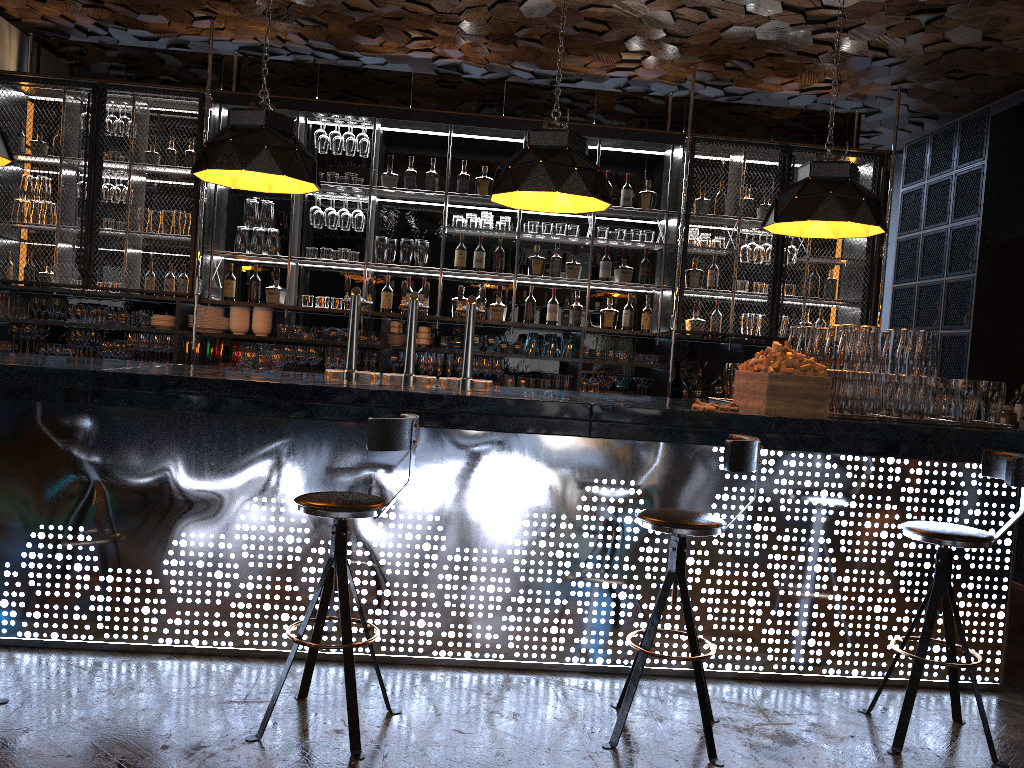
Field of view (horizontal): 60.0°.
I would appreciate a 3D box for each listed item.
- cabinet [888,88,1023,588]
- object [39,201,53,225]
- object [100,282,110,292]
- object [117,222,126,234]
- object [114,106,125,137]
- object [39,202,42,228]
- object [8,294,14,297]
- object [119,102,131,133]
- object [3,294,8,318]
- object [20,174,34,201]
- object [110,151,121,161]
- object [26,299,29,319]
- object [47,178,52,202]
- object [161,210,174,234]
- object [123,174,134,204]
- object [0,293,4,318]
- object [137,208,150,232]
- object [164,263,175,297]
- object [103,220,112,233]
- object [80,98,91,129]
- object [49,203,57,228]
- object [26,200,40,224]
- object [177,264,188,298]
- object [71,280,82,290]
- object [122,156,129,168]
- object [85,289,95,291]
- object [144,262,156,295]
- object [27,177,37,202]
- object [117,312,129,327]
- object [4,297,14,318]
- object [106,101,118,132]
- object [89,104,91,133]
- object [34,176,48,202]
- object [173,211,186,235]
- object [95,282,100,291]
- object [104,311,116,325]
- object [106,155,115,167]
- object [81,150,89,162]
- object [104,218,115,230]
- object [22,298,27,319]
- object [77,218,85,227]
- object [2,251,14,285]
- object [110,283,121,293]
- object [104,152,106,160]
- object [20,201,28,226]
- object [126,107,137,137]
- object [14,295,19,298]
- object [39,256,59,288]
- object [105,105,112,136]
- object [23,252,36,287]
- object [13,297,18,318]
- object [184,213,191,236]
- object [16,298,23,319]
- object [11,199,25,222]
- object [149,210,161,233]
[{"bbox_3d":[3.871,-0.344,5.966,0.691,3.514,4.416,4,2,-4],"label":"cabinet"},{"bbox_3d":[-3.460,-1.266,6.592,0.092,0.182,0.092,4,2,-9],"label":"object"},{"bbox_3d":[-3.064,-0.723,6.681,0.077,0.080,0.077,2,3,-38],"label":"object"},{"bbox_3d":[-2.952,-1.183,6.720,0.077,0.080,0.077,4,2,-8],"label":"object"},{"bbox_3d":[-2.957,-1.978,6.681,0.081,0.213,0.081,4,2,2],"label":"object"},{"bbox_3d":[-3.574,-1.277,6.690,0.092,0.182,0.092,4,2,-9],"label":"object"},{"bbox_3d":[-3.741,-0.578,6.587,0.067,0.174,0.067,2,3,-44],"label":"object"},{"bbox_3d":[-2.856,-1.965,6.544,0.081,0.213,0.081,4,2,2],"label":"object"},{"bbox_3d":[-3.733,-0.574,6.497,0.067,0.174,0.067,5,2,21],"label":"object"},{"bbox_3d":[-3.602,-1.458,6.584,0.092,0.182,0.092,4,2,-9],"label":"object"},{"bbox_3d":[-2.938,-1.674,6.565,0.077,0.080,0.077,5,2,31],"label":"object"},{"bbox_3d":[-3.658,-0.563,6.646,0.051,0.152,0.058,5,2,20],"label":"object"},{"bbox_3d":[-3.510,-1.455,6.678,0.092,0.182,0.092,4,2,-9],"label":"object"},{"bbox_3d":[-2.583,-1.205,6.644,0.092,0.182,0.092,4,2,-9],"label":"object"},{"bbox_3d":[-2.902,-1.473,6.706,0.081,0.213,0.081,4,2,2],"label":"object"},{"bbox_3d":[-3.720,-0.571,6.421,0.067,0.174,0.067,6,3,35],"label":"object"},{"bbox_3d":[-2.747,-1.215,6.608,0.092,0.182,0.092,4,2,-9],"label":"object"},{"bbox_3d":[-2.591,-0.782,6.720,0.075,0.260,0.075,6,3,45],"label":"object"},{"bbox_3d":[-3.055,-1.190,6.705,0.077,0.080,0.077,2,3,-40],"label":"object"},{"bbox_3d":[-3.128,-1.984,6.524,0.081,0.213,0.081,4,2,2],"label":"object"},{"bbox_3d":[-3.479,-1.270,6.688,0.092,0.182,0.092,4,2,-9],"label":"object"},{"bbox_3d":[-3.561,-1.273,6.596,0.092,0.182,0.092,4,2,-9],"label":"object"},{"bbox_3d":[-2.486,-0.774,6.706,0.075,0.260,0.075,6,3,45],"label":"object"},{"bbox_3d":[-3.239,-0.733,6.594,0.077,0.080,0.077,6,3,35],"label":"object"},{"bbox_3d":[-2.922,-1.679,6.727,0.077,0.080,0.077,5,2,31],"label":"object"},{"bbox_3d":[-3.135,-0.725,6.590,0.077,0.080,0.077,3,2,-18],"label":"object"},{"bbox_3d":[-2.726,-0.790,6.688,0.075,0.261,0.075,6,3,45],"label":"object"},{"bbox_3d":[-3.613,-1.463,6.681,0.092,0.182,0.092,4,2,-9],"label":"object"},{"bbox_3d":[-2.828,-0.468,6.456,0.078,0.099,0.078,3,3,-37],"label":"object"},{"bbox_3d":[-3.637,-0.553,6.409,0.051,0.152,0.058,4,2,1],"label":"object"},{"bbox_3d":[-2.946,-1.972,6.537,0.081,0.213,0.081,4,2,2],"label":"object"},{"bbox_3d":[-3.138,-1.990,6.667,0.081,0.213,0.081,4,2,2],"label":"object"},{"bbox_3d":[-3.501,-1.452,6.599,0.092,0.182,0.092,4,2,-9],"label":"object"},{"bbox_3d":[-2.487,-1.198,6.630,0.092,0.182,0.092,4,2,-9],"label":"object"},{"bbox_3d":[-3.182,-0.734,6.747,0.077,0.080,0.077,6,3,35],"label":"object"},{"bbox_3d":[-2.928,-0.477,6.456,0.078,0.103,0.078,6,3,39],"label":"object"},{"bbox_3d":[-3.030,-1.686,6.710,0.077,0.080,0.077,2,3,-38],"label":"object"},{"bbox_3d":[-3.172,-1.693,6.612,0.077,0.080,0.077,4,2,-13],"label":"object"},{"bbox_3d":[-2.981,-1.179,6.559,0.077,0.080,0.077,4,2,-8],"label":"object"},{"bbox_3d":[-3.639,-0.560,6.588,0.051,0.152,0.058,5,2,22],"label":"object"},{"bbox_3d":[-3.212,-1.198,6.634,0.077,0.080,0.077,4,2,8],"label":"object"},{"bbox_3d":[-3.756,-0.861,6.612,0.075,0.261,0.075,6,3,45],"label":"object"},{"bbox_3d":[-2.968,-0.715,6.633,0.077,0.080,0.077,3,2,-16],"label":"object"},{"bbox_3d":[-3.066,-1.685,6.600,0.077,0.080,0.077,5,2,31],"label":"object"},{"bbox_3d":[-3.681,-1.285,6.689,0.092,0.182,0.092,4,2,-9],"label":"object"},{"bbox_3d":[-2.866,-1.971,6.687,0.081,0.213,0.081,4,2,2],"label":"object"},{"bbox_3d":[-3.748,-0.582,6.673,0.067,0.174,0.067,6,3,36],"label":"object"},{"bbox_3d":[-3.453,-0.831,6.618,0.108,0.244,0.108,4,2,9],"label":"object"},{"bbox_3d":[-3.043,-1.984,6.674,0.081,0.213,0.081,4,2,2],"label":"object"},{"bbox_3d":[-3.588,-0.849,6.597,0.075,0.260,0.075,5,2,30],"label":"object"},{"bbox_3d":[-3.637,-0.555,6.468,0.058,0.152,0.051,4,2,0],"label":"object"},{"bbox_3d":[-2.484,-1.201,6.725,0.092,0.182,0.092,4,2,-9],"label":"object"},{"bbox_3d":[-3.637,-0.557,6.529,0.058,0.152,0.051,2,3,-43],"label":"object"},{"bbox_3d":[-3.665,-1.280,6.588,0.092,0.182,0.092,4,2,-9],"label":"object"},{"bbox_3d":[-2.699,-1.216,6.713,0.092,0.182,0.092,4,2,-9],"label":"object"}]
